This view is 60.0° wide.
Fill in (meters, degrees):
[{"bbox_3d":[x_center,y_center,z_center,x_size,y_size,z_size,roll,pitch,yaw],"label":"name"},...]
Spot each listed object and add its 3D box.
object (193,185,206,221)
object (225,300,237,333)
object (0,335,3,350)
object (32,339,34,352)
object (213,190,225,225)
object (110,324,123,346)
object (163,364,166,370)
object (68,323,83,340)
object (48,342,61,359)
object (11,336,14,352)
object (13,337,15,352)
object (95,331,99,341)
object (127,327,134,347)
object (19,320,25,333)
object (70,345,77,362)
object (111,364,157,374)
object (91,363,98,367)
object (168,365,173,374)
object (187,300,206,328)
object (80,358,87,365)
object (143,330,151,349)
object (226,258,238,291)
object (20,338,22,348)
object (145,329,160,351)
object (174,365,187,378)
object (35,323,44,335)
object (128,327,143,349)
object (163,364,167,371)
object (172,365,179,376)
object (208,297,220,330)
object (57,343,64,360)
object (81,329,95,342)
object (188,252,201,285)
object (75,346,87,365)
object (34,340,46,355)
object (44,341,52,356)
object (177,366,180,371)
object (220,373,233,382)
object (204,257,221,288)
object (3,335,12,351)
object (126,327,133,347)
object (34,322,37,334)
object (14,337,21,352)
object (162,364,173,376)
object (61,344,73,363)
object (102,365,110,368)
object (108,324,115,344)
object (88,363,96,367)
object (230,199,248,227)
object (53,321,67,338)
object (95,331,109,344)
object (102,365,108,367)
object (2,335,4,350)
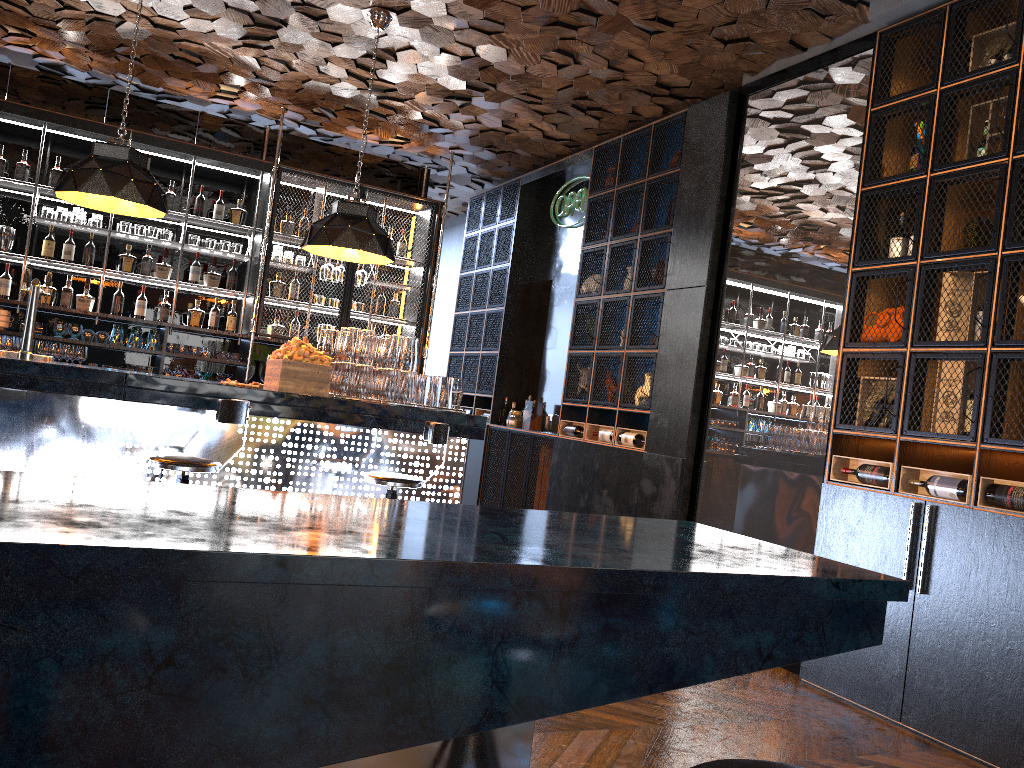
[{"bbox_3d":[-2.695,-1.567,7.667,0.086,0.299,0.086,7,-2,23],"label":"object"},{"bbox_3d":[-2.463,-0.589,7.807,0.080,0.299,0.080,8,-2,-23],"label":"object"},{"bbox_3d":[-3.981,-0.267,6.870,0.058,0.234,0.058,7,-2,17],"label":"object"},{"bbox_3d":[-3.847,-0.243,7.071,0.049,0.231,0.049,8,-2,-18],"label":"object"},{"bbox_3d":[-2.561,-1.547,7.764,0.086,0.298,0.086,7,-2,23],"label":"object"},{"bbox_3d":[-3.198,-0.398,7.195,0.115,0.172,0.101,7,-2,4],"label":"object"},{"bbox_3d":[-2.993,-0.087,7.647,0.089,0.174,0.089,7,-2,25],"label":"object"},{"bbox_3d":[-3.504,-0.417,7.106,0.108,0.126,0.108,7,-2,8],"label":"object"},{"bbox_3d":[-3.642,-0.215,7.054,0.091,0.229,0.091,7,-2,21],"label":"object"},{"bbox_3d":[-3.966,-0.262,6.993,0.058,0.234,0.058,7,-2,7],"label":"object"},{"bbox_3d":[-4.003,-0.264,7.075,0.058,0.234,0.058,6,-2,41],"label":"object"},{"bbox_3d":[-3.363,-0.380,7.261,0.098,0.097,0.098,7,-2,-1],"label":"object"},{"bbox_3d":[-3.127,-0.384,7.362,0.101,0.172,0.115,7,-2,4],"label":"object"},{"bbox_3d":[-3.806,-0.447,6.916,0.058,0.099,0.067,7,-2,20],"label":"object"},{"bbox_3d":[-3.573,-0.202,7.211,0.091,0.229,0.091,8,-2,-32],"label":"object"},{"bbox_3d":[-3.159,-0.096,7.389,0.356,0.134,0.206,8,-2,-18],"label":"object"},{"bbox_3d":[-3.428,-0.116,7.261,0.067,0.100,0.067,8,-2,-34],"label":"object"},{"bbox_3d":[-2.906,-0.081,7.479,0.089,0.174,0.089,7,-2,25],"label":"object"},{"bbox_3d":[-2.734,-0.602,7.676,0.151,0.248,0.094,8,-2,-17],"label":"object"},{"bbox_3d":[-3.568,-0.198,7.344,0.091,0.229,0.091,8,-2,-28],"label":"object"},{"bbox_3d":[-3.060,-0.371,7.533,0.115,0.172,0.101,8,-2,-16],"label":"object"},{"bbox_3d":[-2.457,-0.957,7.802,0.086,0.299,0.086,7,-2,23],"label":"object"},{"bbox_3d":[-3.891,-0.251,6.978,0.049,0.231,0.049,8,-2,-17],"label":"object"},{"bbox_3d":[-2.952,-0.363,7.314,0.101,0.172,0.115,7,-2,4],"label":"object"},{"bbox_3d":[-2.804,-0.067,7.489,0.089,0.174,0.089,7,-2,25],"label":"object"},{"bbox_3d":[-3.780,-0.439,7.089,0.058,0.099,0.067,8,-2,-14],"label":"object"},{"bbox_3d":[-3.067,-0.380,7.249,0.115,0.172,0.101,9,-2,-41],"label":"object"},{"bbox_3d":[-2.956,-0.085,7.559,0.089,0.174,0.089,7,-2,25],"label":"object"},{"bbox_3d":[-2.866,-0.073,7.567,0.089,0.174,0.089,7,-2,25],"label":"object"},{"bbox_3d":[-2.599,-0.608,7.756,0.086,0.298,0.086,7,-2,23],"label":"object"},{"bbox_3d":[-3.659,-0.214,7.171,0.091,0.229,0.091,7,-2,6],"label":"object"},{"bbox_3d":[-3.408,-0.389,7.125,0.098,0.097,0.098,6,-2,43],"label":"object"},{"bbox_3d":[-2.736,-0.996,7.670,0.086,0.298,0.086,7,-2,23],"label":"object"},{"bbox_3d":[-3.473,-0.191,7.133,0.091,0.229,0.091,6,-2,36],"label":"object"},{"bbox_3d":[-3.731,-0.228,7.004,0.091,0.229,0.091,9,-2,-40],"label":"object"},{"bbox_3d":[-3.744,-0.226,7.129,0.091,0.229,0.091,7,-2,-5],"label":"object"},{"bbox_3d":[-2.895,-0.074,7.661,0.089,0.174,0.089,7,-2,25],"label":"object"},{"bbox_3d":[-2.461,-0.009,7.618,0.107,0.152,0.107,7,-2,0],"label":"object"},{"bbox_3d":[-2.602,-0.967,7.713,0.123,0.279,0.123,9,-2,-37],"label":"object"},{"bbox_3d":[-3.933,-0.260,6.904,0.058,0.234,0.058,8,-2,-22],"label":"object"},{"bbox_3d":[-3.181,-0.388,7.469,0.101,0.172,0.115,8,-2,-21],"label":"object"},{"bbox_3d":[-3.769,-0.441,6.978,0.067,0.099,0.058,7,-2,10],"label":"object"},{"bbox_3d":[-3.863,-0.249,6.917,0.049,0.231,0.049,8,-2,-14],"label":"object"},{"bbox_3d":[-2.874,-0.079,7.389,0.089,0.174,0.089,7,-2,25],"label":"object"},{"bbox_3d":[-3.559,-0.204,7.093,0.091,0.229,0.091,7,-2,1],"label":"object"},{"bbox_3d":[-3.297,-0.101,7.197,0.067,0.099,0.067,6,-2,36],"label":"object"},{"bbox_3d":[-3.255,-0.402,7.301,0.115,0.172,0.101,8,-2,-16],"label":"object"},{"bbox_3d":[-3.391,-0.115,7.154,0.067,0.100,0.067,8,-2,-34],"label":"object"},{"bbox_3d":[-2.408,-1.499,7.804,0.151,0.248,0.094,7,-2,3],"label":"object"},{"bbox_3d":[-3.602,-0.431,7.055,0.100,0.125,0.100,7,-2,13],"label":"object"},{"bbox_3d":[-3.313,-0.376,7.165,0.098,0.097,0.098,7,-2,8],"label":"object"},{"bbox_3d":[-3.396,-0.108,7.395,0.067,0.099,0.067,6,-2,36],"label":"object"},{"bbox_3d":[-4.015,-0.269,6.948,0.058,0.234,0.058,7,-2,-3],"label":"object"}]
